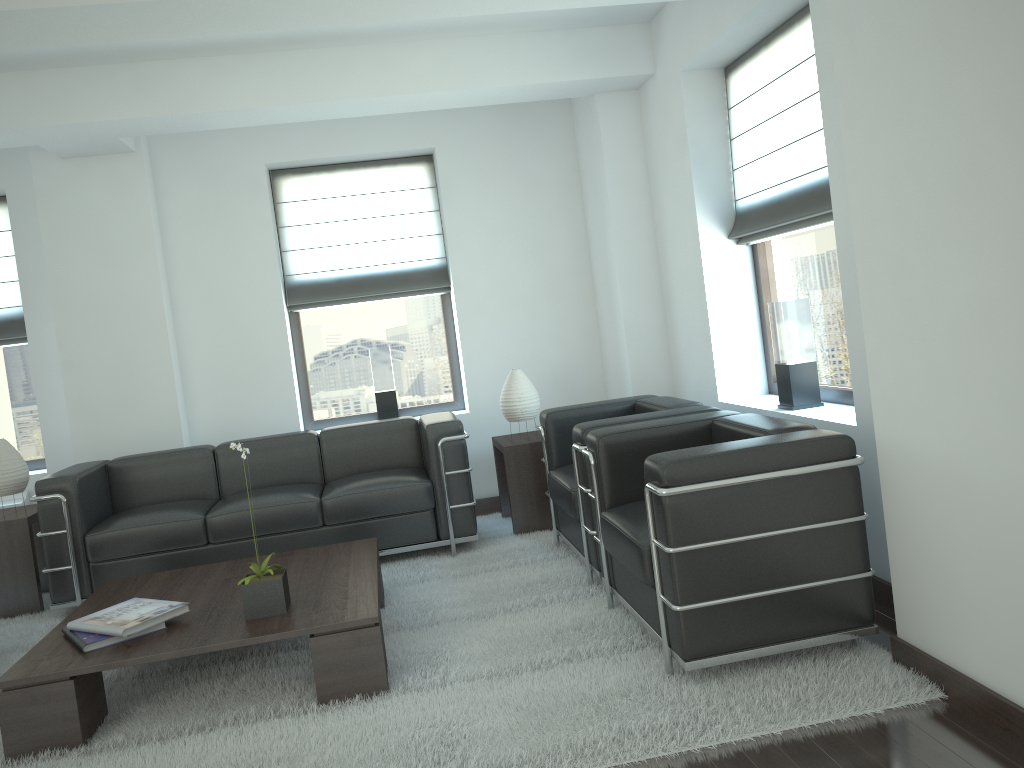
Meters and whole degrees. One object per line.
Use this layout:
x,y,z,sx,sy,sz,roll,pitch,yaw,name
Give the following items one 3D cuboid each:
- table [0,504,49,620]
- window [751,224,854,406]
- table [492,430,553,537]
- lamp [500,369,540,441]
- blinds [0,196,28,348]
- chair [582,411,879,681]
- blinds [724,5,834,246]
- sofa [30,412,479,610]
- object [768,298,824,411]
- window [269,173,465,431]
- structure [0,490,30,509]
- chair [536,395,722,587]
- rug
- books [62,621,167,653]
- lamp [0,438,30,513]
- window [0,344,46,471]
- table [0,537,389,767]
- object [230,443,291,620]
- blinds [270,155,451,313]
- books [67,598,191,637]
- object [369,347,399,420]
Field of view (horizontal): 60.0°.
-4.212,1.521,7.578,0.526,0.844,0.787,-8,3,-9,table
2.222,-1.225,6.353,0.146,2.728,2.134,-8,3,-8,window
0.175,0.916,8.256,0.526,0.844,0.787,-8,3,-9,table
0.074,0.183,8.166,0.374,0.654,0.375,-6,3,21,lamp
-5.585,-1.026,8.604,1.687,1.475,0.222,-8,2,-9,blinds
1.146,0.840,5.127,1.124,1.169,1.647,-8,3,-9,chair
1.978,-1.824,6.301,0.222,1.474,2.125,-8,3,-8,blinds
-2.079,1.070,7.670,3.478,1.169,1.124,-8,3,-9,sofa
2.034,-0.217,6.384,0.239,0.775,0.243,-8,2,-9,object
-1.516,-0.966,9.406,1.701,2.729,0.146,-8,2,-9,window
-5.287,1.476,8.294,1.462,0.725,0.193,-8,2,-9,structure
0.892,0.755,6.793,1.124,1.169,1.647,-8,3,-9,chair
-1.481,1.665,6.048,6.256,0.110,5.174,-8,4,-9,rug
-2.287,1.399,5.089,0.447,0.045,0.518,-10,5,-38,books
-4.289,0.784,7.492,0.374,0.654,0.375,-7,3,-4,lamp
-5.539,-0.411,8.784,1.701,2.729,0.146,-8,2,-9,window
-1.787,1.547,5.570,1.937,0.440,1.923,-8,4,-9,table
-1.480,0.818,5.108,0.252,0.991,0.336,-8,2,-9,object
-1.564,-1.580,9.225,1.687,1.475,0.222,-8,2,-9,blinds
-2.205,1.341,5.105,0.517,0.045,0.447,-5,5,32,books
-1.328,0.010,9.214,0.239,0.775,0.243,-8,2,-9,object
